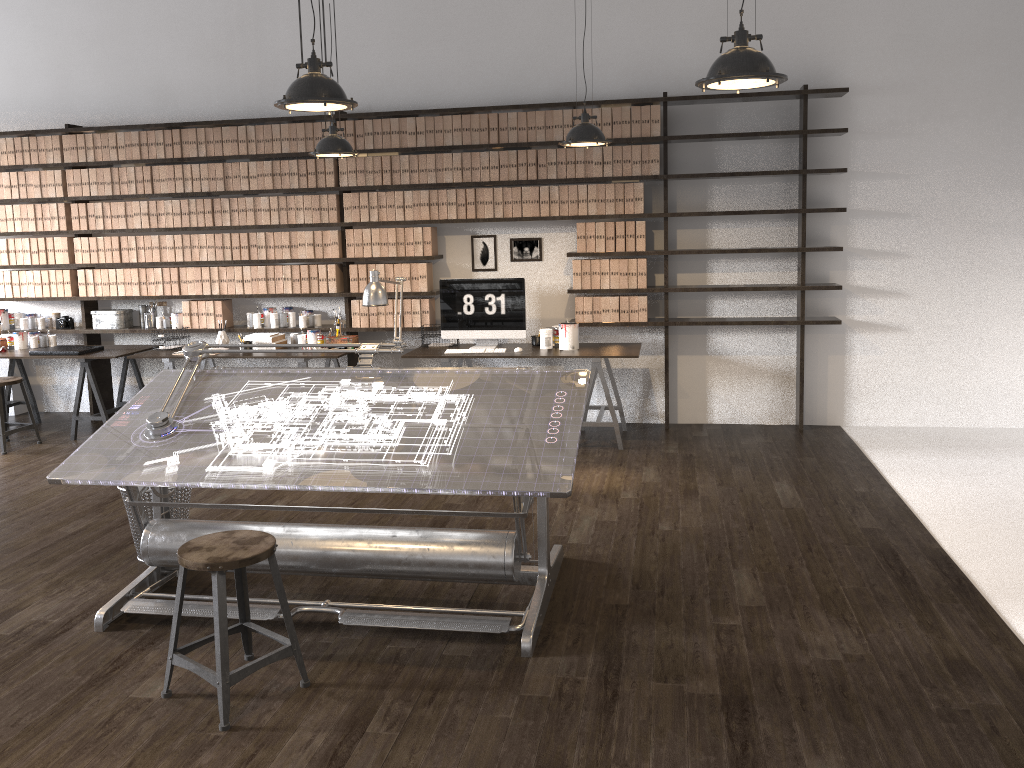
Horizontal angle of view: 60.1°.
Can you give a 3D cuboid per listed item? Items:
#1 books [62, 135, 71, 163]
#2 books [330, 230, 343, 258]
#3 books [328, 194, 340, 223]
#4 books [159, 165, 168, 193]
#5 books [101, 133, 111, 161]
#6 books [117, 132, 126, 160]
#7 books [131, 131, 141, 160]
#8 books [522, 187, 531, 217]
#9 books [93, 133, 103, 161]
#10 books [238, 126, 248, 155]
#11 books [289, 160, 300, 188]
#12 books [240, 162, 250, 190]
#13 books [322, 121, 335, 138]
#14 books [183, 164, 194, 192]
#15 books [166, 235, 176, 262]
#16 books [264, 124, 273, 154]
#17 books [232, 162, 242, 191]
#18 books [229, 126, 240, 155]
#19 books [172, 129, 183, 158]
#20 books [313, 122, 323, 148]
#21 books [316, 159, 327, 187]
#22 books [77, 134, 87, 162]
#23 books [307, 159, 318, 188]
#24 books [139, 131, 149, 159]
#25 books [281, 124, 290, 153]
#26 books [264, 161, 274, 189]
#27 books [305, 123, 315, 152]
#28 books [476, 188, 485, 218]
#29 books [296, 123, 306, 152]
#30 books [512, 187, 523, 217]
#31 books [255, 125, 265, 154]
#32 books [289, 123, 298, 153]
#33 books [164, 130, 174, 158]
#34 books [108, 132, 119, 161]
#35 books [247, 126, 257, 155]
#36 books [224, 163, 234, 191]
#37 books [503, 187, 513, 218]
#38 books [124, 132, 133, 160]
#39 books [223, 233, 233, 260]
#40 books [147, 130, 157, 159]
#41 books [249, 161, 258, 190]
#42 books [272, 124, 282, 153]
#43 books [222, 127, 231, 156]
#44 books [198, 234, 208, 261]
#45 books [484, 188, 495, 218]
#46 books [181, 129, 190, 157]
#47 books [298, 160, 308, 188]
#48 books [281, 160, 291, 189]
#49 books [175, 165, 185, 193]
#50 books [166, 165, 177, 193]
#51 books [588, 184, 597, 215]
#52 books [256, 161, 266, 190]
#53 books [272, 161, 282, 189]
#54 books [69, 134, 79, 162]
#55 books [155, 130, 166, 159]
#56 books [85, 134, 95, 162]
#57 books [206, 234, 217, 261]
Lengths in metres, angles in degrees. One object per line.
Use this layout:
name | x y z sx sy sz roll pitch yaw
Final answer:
books | -3.604 -1.926 7.285 0.067 0.224 0.176 0 8 10
books | -1.367 -1.099 6.987 0.067 0.224 0.176 0 8 10
books | -1.376 -1.373 6.958 0.067 0.224 0.176 0 8 10
books | -2.770 -1.650 7.171 0.067 0.224 0.176 0 8 10
books | -3.262 -1.925 7.224 0.067 0.224 0.176 0 8 10
books | -3.122 -1.924 7.197 0.067 0.224 0.176 0 8 10
books | -2.995 -1.923 7.171 0.067 0.224 0.176 0 8 10
books | 0.125 -1.373 6.687 0.067 0.224 0.176 0 8 10
books | -3.330 -1.926 7.238 0.067 0.224 0.175 0 8 10
books | -2.092 -1.919 7.009 0.067 0.224 0.176 0 8 10
books | -1.682 -1.645 6.974 0.067 0.224 0.175 0 8 10
books | -2.087 -1.646 7.046 0.067 0.224 0.176 0 8 10
books | -1.409 -1.917 6.889 0.067 0.224 0.175 0 8 10
books | -2.565 -1.649 7.133 0.067 0.224 0.175 0 8 10
books | -2.741 -1.105 7.236 0.067 0.224 0.176 0 8 10
books | -1.882 -1.919 6.977 0.067 0.224 0.176 0 8 10
books | -2.155 -1.647 7.062 0.067 0.224 0.176 0 8 10
books | -2.163 -1.919 7.022 0.067 0.224 0.176 0 8 10
books | -2.645 -1.922 7.109 0.067 0.224 0.176 0 8 10
books | -1.478 -1.918 6.905 0.067 0.224 0.175 0 8 10
books | -1.464 -1.645 6.939 0.067 0.224 0.176 0 8 10
books | -3.472 -1.925 7.256 0.067 0.224 0.176 0 8 10
books | -1.538 -1.644 6.947 0.067 0.224 0.176 0 8 10
books | -2.927 -1.924 7.165 0.067 0.224 0.176 0 8 10
books | -1.742 -1.918 6.950 0.067 0.224 0.176 0 8 10
books | -1.888 -1.645 7.009 0.067 0.224 0.176 0 8 10
books | -1.547 -1.918 6.918 0.067 0.224 0.176 0 8 10
books | -0.221 -1.374 6.751 0.067 0.224 0.176 0 8 10
books | -1.615 -1.917 6.924 0.067 0.224 0.176 0 8 10
books | 0.052 -1.373 6.701 0.067 0.224 0.176 0 8 10
books | -1.950 -1.920 6.991 0.067 0.224 0.175 0 8 10
books | -1.680 -1.918 6.940 0.067 0.224 0.176 0 8 10
books | -2.718 -1.923 7.128 0.067 0.224 0.176 0 8 10
books | -3.193 -1.924 7.208 0.067 0.224 0.176 0 8 10
books | -2.020 -1.919 7.000 0.067 0.224 0.175 0 8 10
books | -2.224 -1.648 7.076 0.067 0.224 0.175 0 8 10
books | -0.016 -1.374 6.715 0.067 0.224 0.175 0 8 10
books | -3.060 -1.924 7.188 0.067 0.224 0.176 0 8 10
books | -2.258 -1.104 7.151 0.067 0.224 0.176 0 8 10
books | -2.857 -1.924 7.153 0.067 0.224 0.175 0 8 10
books | -2.015 -1.646 7.035 0.067 0.224 0.176 0 8 10
books | -1.814 -1.918 6.961 0.067 0.224 0.176 0 8 10
books | -2.224 -1.921 7.037 0.067 0.224 0.176 0 8 10
books | -2.463 -1.104 7.186 0.067 0.224 0.175 0 8 10
books | -0.158 -1.373 6.733 0.067 0.224 0.176 0 8 10
books | -2.571 -1.922 7.102 0.067 0.224 0.176 0 8 10
books | -1.611 -1.645 6.966 0.067 0.224 0.176 0 8 10
books | -1.751 -1.646 6.990 0.067 0.224 0.175 0 8 10
books | -2.637 -1.648 7.143 0.067 0.224 0.176 0 8 10
books | -2.708 -1.649 7.155 0.067 0.224 0.176 0 8 10
books | 0.608 -1.370 6.599 0.067 0.224 0.176 0 8 10
books | -1.953 -1.646 7.025 0.067 0.224 0.176 0 8 10
books | -1.821 -1.646 7.003 0.067 0.224 0.176 0 8 10
books | -3.543 -1.925 7.269 0.067 0.224 0.176 0 8 10
books | -2.788 -1.922 7.136 0.067 0.224 0.175 0 8 10
books | -3.400 -1.925 7.247 0.067 0.224 0.175 0 8 10
books | -2.393 -1.103 7.170 0.067 0.224 0.176 0 8 10
